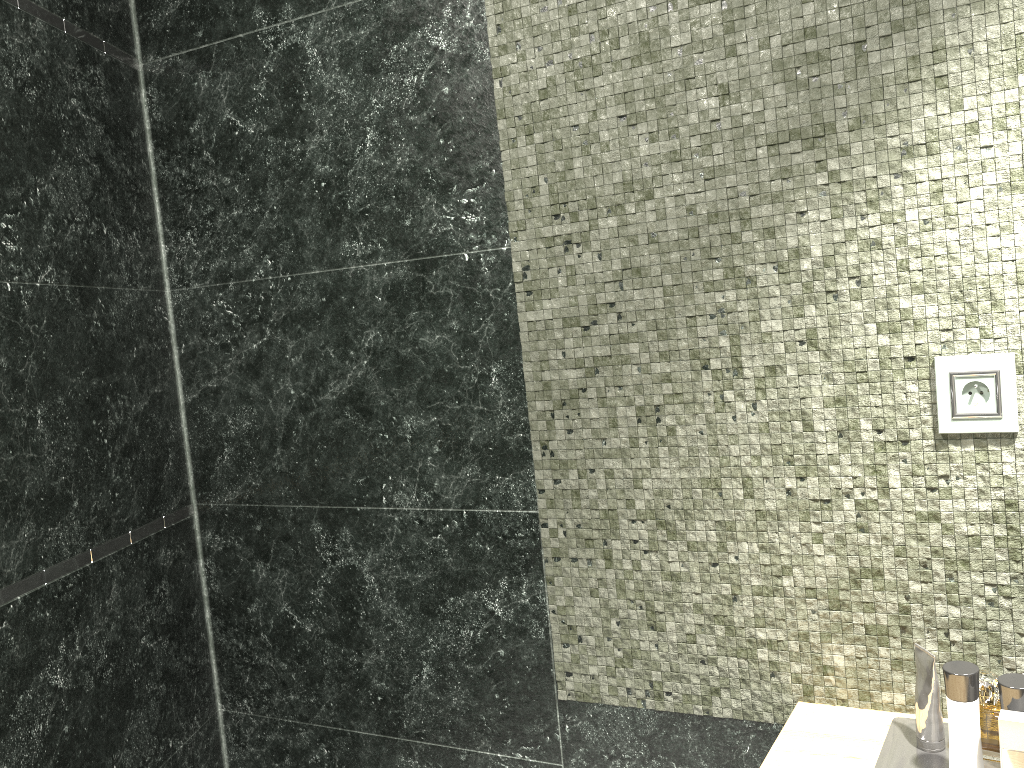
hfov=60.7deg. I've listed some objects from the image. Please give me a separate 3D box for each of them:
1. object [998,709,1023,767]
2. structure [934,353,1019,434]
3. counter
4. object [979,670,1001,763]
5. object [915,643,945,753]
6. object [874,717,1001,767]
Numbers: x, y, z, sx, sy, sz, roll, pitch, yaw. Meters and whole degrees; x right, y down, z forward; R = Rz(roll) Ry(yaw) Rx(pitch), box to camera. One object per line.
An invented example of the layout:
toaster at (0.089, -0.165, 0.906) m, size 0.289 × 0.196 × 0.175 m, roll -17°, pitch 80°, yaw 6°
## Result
object at (0.724, 0.529, 1.211) m, size 0.079 × 0.136 × 0.034 m, roll -3°, pitch 5°, yaw 31°
structure at (0.758, 0.017, 1.429) m, size 0.116 × 0.128 × 0.017 m, roll -3°, pitch 5°, yaw 26°
counter at (0.931, 0.797, 1.070) m, size 1.247 × 1.052 × 0.682 m, roll -3°, pitch 5°, yaw 28°
object at (0.746, 0.519, 1.374) m, size 0.078 × 0.133 × 0.061 m, roll -2°, pitch 5°, yaw 34°
object at (0.672, 0.507, 1.412) m, size 0.042 × 0.163 × 0.048 m, roll -2°, pitch 5°, yaw 36°
object at (0.704, 0.591, 1.301) m, size 0.297 × 0.011 × 0.336 m, roll -3°, pitch 4°, yaw 30°
